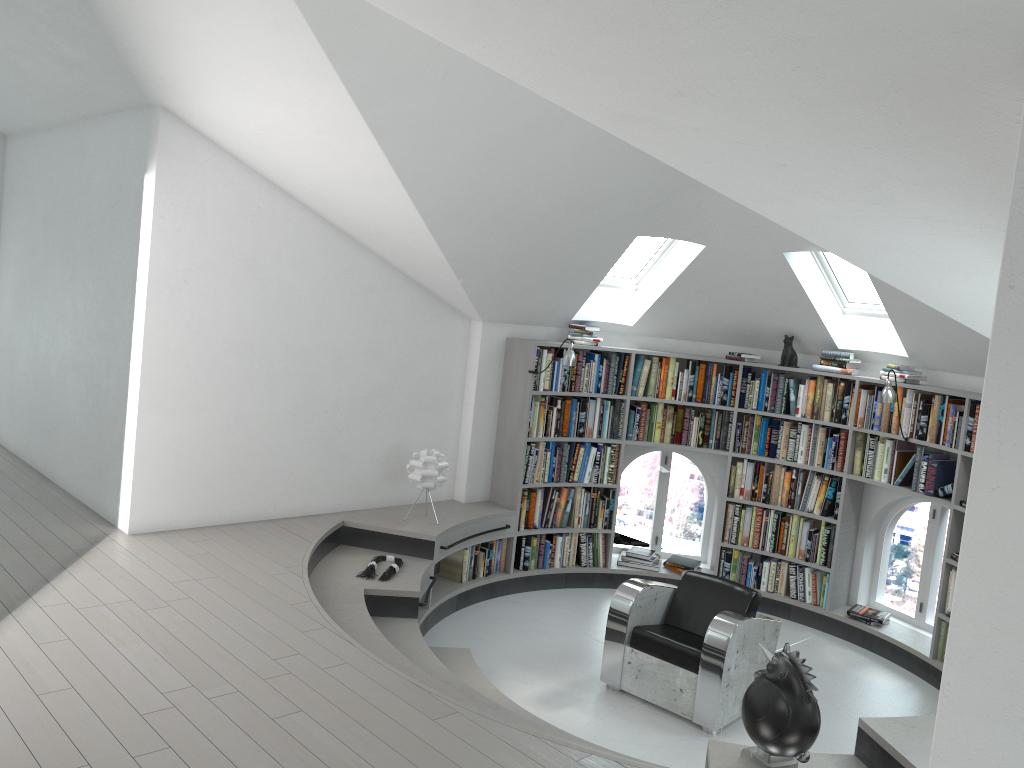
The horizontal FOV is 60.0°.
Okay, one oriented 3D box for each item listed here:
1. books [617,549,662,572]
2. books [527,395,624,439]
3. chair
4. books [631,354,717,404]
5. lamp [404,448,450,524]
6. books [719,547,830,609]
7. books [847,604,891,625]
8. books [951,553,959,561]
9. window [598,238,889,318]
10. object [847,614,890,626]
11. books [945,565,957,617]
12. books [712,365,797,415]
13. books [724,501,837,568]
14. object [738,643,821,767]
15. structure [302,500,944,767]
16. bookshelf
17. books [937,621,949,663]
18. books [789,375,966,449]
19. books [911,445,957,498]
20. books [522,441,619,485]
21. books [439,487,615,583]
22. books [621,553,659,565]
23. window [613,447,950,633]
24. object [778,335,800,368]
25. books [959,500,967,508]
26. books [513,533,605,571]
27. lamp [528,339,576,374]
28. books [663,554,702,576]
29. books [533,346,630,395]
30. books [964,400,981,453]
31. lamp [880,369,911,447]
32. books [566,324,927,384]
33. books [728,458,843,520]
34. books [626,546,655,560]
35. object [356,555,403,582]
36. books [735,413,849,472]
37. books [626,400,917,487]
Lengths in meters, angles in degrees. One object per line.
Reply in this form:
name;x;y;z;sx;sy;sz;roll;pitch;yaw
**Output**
books;1.131;1.560;7.843;0.366;0.042;0.388;7;6;12
books;0.476;0.265;7.443;1.087;0.347;0.304;3;6;-28
chair;1.140;1.624;5.611;0.825;0.718;0.741;10;6;41
books;1.370;-0.053;7.629;0.792;0.372;0.269;6;5;0
lamp;-0.627;0.741;6.501;0.306;0.524;0.305;9;5;34
books;2.225;1.590;7.418;1.021;0.306;0.288;9;6;31
books;2.796;1.801;6.942;0.269;0.029;0.253;10;7;36
books;3.203;1.108;5.691;0.251;0.351;0.976;6;5;-2
window;2.277;-0.885;6.368;1.931;0.712;4.066;1;8;-44
object;2.793;1.831;6.944;0.213;0.036;0.227;3;6;-27
books;3.172;1.479;5.803;0.272;0.350;0.874;6;5;-3
books;2.038;0.039;7.526;0.683;0.345;0.265;8;5;23
books;2.280;1.232;7.387;1.034;0.357;0.293;9;6;31
object;1.126;1.362;3.708;0.320;0.561;0.321;8;5;19
structure;1.016;1.619;5.588;4.709;0.692;4.720;6;6;1
bookshelf;2.090;0.869;6.489;2.107;1.876;4.345;1;7;-44
books;3.080;1.863;5.547;0.360;0.310;1.500;7;6;8
books;2.860;0.182;6.845;0.393;0.366;1.570;2;7;-38
books;3.131;0.651;6.388;0.224;0.340;0.400;4;5;-24
books;0.433;0.643;7.420;1.019;0.358;0.261;3;5;-27
books;0.148;1.180;7.326;1.639;0.694;0.392;2;6;-34
books;1.135;1.527;7.840;0.269;0.031;0.286;8;6;22
window;2.308;1.219;7.479;3.237;1.148;0.617;9;5;32
object;2.316;-0.270;7.348;0.147;0.264;0.202;10;6;42
books;3.286;0.860;5.945;0.365;0.042;0.389;6;6;-4
books;0.393;1.379;7.530;0.917;0.319;0.283;3;5;-26
lamp;0.332;-0.214;6.929;0.415;0.311;0.116;11;6;43
books;1.488;1.584;7.720;0.291;0.099;0.319;1;7;-42
books;0.507;-0.118;7.396;1.032;0.360;0.301;3;5;-28
books;3.296;0.341;5.705;0.306;0.366;0.971;6;5;-1
lamp;2.820;0.177;6.502;0.357;0.565;0.113;3;5;-37
books;1.861;-0.271;7.306;2.817;0.173;0.748;8;6;16
books;2.308;0.847;7.366;0.999;0.351;0.297;9;6;29
books;1.138;1.495;7.838;0.214;0.036;0.227;8;6;22
object;-0.849;1.208;5.824;0.218;0.082;0.474;7;6;9
books;2.370;0.470;7.375;1.030;0.358;0.300;9;6;32
books;2.102;0.454;7.320;2.533;0.370;0.591;9;6;27
